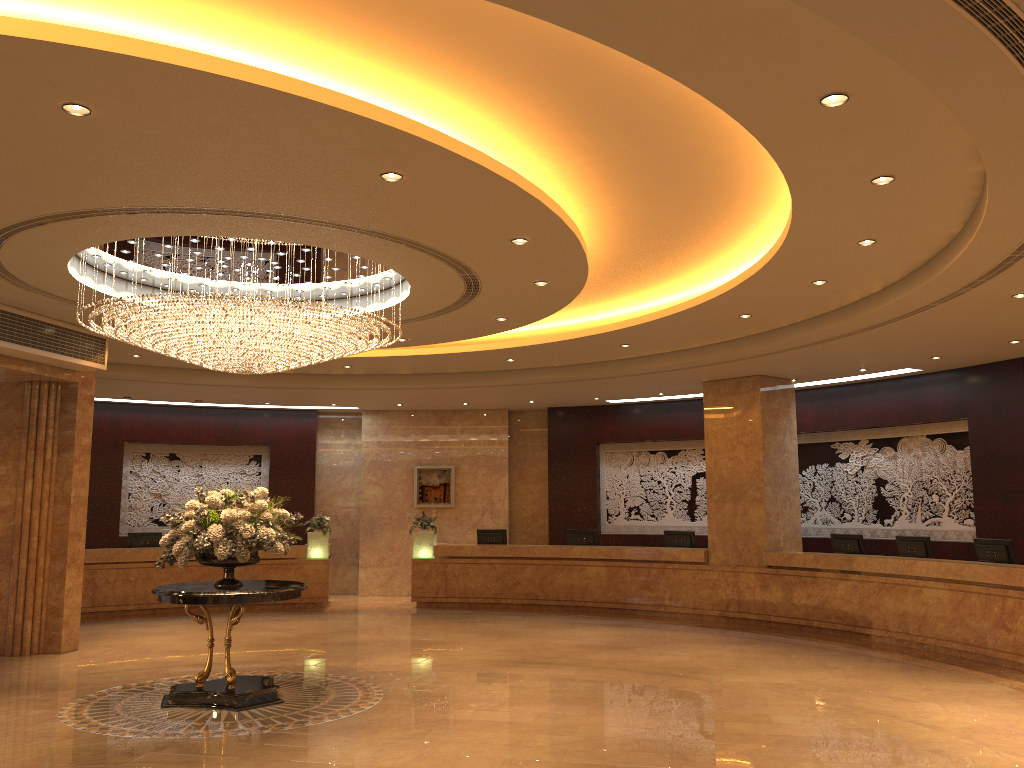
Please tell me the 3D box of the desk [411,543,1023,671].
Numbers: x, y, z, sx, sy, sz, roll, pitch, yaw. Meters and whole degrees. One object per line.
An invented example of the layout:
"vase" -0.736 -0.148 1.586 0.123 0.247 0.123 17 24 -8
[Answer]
"desk" 3.238 3.217 13.868 3.466 1.155 12.951 7 -11 -43

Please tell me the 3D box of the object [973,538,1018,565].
"object" 6.106 2.206 11.191 0.430 0.500 0.531 -3 -8 20

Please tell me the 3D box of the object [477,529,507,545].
"object" -0.389 3.075 17.254 0.430 0.500 0.531 7 -10 -40

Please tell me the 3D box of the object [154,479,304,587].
"object" -2.821 1.528 8.985 1.277 0.999 1.318 -7 -11 42

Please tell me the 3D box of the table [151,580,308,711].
"table" -2.806 2.556 8.807 1.493 1.089 1.493 -1 -8 6

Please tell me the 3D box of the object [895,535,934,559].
"object" 5.642 2.378 12.413 0.430 0.500 0.531 -2 -8 15

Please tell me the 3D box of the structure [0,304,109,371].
"structure" -6.060 -0.692 9.942 0.425 0.483 4.113 -2 -8 12

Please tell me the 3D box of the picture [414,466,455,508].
"picture" -1.673 2.207 19.080 0.875 0.890 0.068 -1 -8 3

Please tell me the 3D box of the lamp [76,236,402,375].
"lamp" -2.760 -0.702 9.253 3.204 1.196 3.206 7 -11 -40

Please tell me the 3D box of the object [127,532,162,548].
"object" -6.787 2.987 16.368 0.531 0.500 0.430 -1 -8 4

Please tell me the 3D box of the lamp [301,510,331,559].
"lamp" -3.727 2.886 17.032 0.570 0.923 0.580 -1 -8 9

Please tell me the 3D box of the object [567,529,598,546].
"object" 1.326 2.988 16.674 0.430 0.500 0.531 4 -9 -27

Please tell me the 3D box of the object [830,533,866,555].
"object" 5.093 2.521 13.419 0.430 0.500 0.531 -1 -8 9

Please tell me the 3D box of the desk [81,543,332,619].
"desk" -5.876 3.616 16.515 5.227 1.155 1.570 3 -9 -23

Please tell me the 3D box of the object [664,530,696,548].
"object" 2.979 2.848 15.707 0.430 0.500 0.531 2 -8 -16

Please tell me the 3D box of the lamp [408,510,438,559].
"lamp" -1.680 2.890 17.102 0.577 0.925 0.542 -2 -8 14
